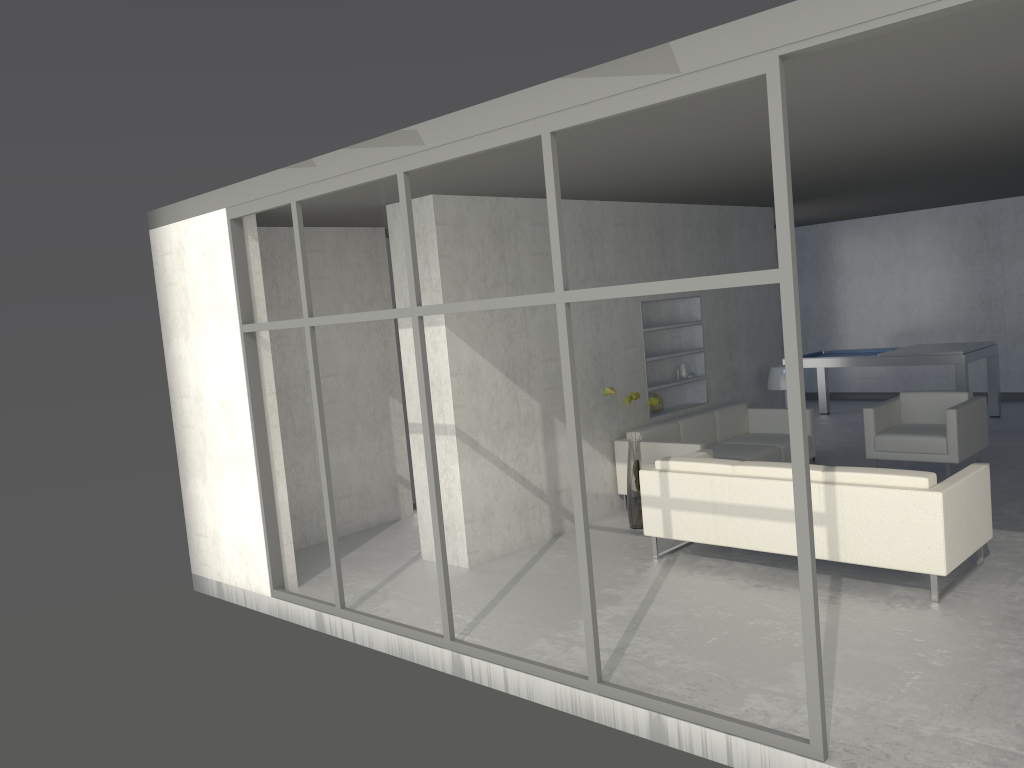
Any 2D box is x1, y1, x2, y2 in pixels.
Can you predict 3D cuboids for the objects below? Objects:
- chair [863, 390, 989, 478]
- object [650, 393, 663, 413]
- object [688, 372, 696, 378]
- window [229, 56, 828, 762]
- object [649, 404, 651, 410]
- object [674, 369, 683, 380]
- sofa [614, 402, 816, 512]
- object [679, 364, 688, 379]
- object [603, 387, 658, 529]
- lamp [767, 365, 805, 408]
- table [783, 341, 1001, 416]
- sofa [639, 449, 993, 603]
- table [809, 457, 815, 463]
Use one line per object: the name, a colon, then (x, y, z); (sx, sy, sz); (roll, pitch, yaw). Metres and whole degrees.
chair: (3.557, 0.419, 7.618); (0.748, 0.662, 0.821); (-1, 7, 44)
object: (1.277, 0.165, 7.757); (0.088, 0.179, 0.163); (-2, 6, 34)
object: (1.639, -0.083, 8.082); (0.064, 0.050, 0.064); (-9, 6, -40)
window: (-0.452, 0.139, 4.499); (4.080, 2.477, 0.037); (-1, 7, 44)
object: (1.158, 0.210, 7.670); (0.086, 0.128, 0.086); (-9, 6, -35)
object: (1.503, -0.088, 8.030); (0.074, 0.094, 0.074); (-5, 5, 8)
sofa: (1.778, 0.593, 7.511); (0.821, 0.658, 1.881); (-1, 7, 44)
object: (1.564, -0.117, 8.085); (0.079, 0.130, 0.079); (-1, 7, 42)
object: (0.986, 0.535, 6.759); (0.400, 1.051, 0.387); (-7, 5, -18)
lamp: (2.648, 0.115, 8.558); (0.347, 0.582, 0.347); (-4, 5, 13)
table: (4.335, 0.013, 10.295); (2.095, 0.835, 1.180); (-1, 7, 44)
sofa: (1.808, 0.765, 5.462); (1.881, 0.658, 0.821); (-1, 7, 44)
table: (2.692, 0.572, 8.598); (0.452, 0.358, 0.452); (-4, 5, 19)
